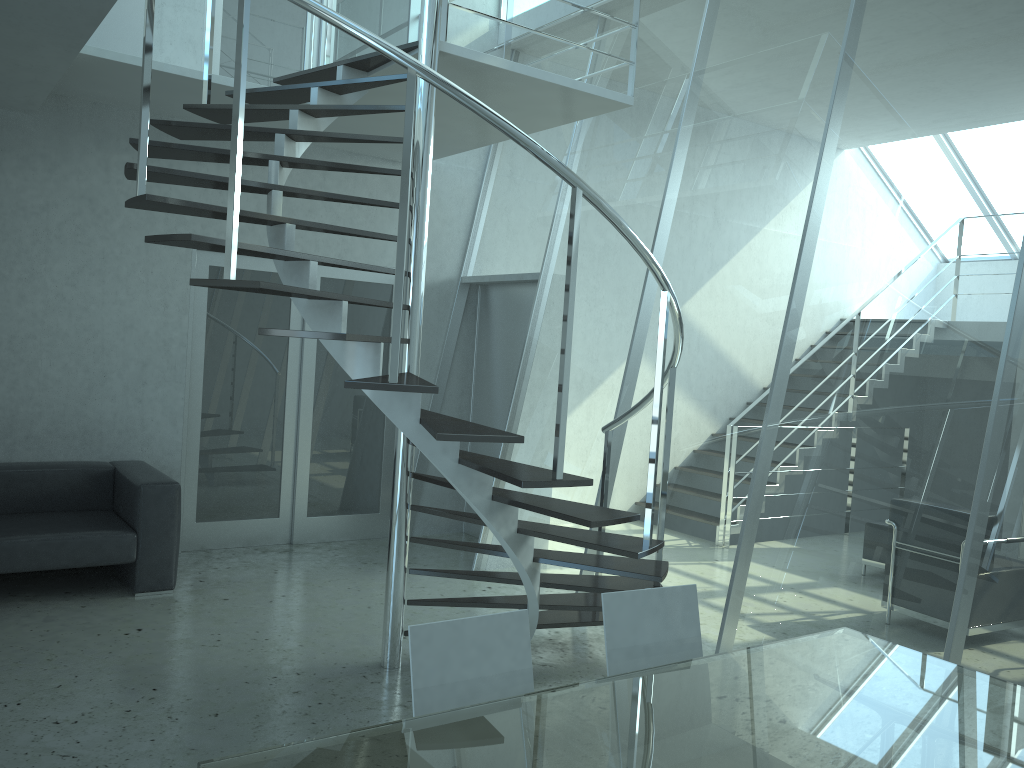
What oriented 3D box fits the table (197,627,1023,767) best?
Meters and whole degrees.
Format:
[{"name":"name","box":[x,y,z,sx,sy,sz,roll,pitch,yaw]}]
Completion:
[{"name":"table","box":[0.505,1.166,1.942,2.100,0.720,1.000,2,3,-35]}]

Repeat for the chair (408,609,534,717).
[{"name":"chair","box":[0.001,1.056,2.145,0.410,0.857,0.492,2,3,-35]}]

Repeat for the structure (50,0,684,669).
[{"name":"structure","box":[-0.818,-0.754,4.687,2.655,4.156,3.780,2,3,-35]}]

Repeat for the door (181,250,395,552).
[{"name":"door","box":[-1.395,-0.217,7.249,1.162,3.200,2.576,4,2,13]}]

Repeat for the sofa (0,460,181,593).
[{"name":"sofa","box":[-3.018,0.823,5.005,2.025,0.652,0.943,2,3,-35]}]

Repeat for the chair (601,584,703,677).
[{"name":"chair","box":[0.517,1.074,2.540,0.413,0.857,0.492,2,3,-30]}]
